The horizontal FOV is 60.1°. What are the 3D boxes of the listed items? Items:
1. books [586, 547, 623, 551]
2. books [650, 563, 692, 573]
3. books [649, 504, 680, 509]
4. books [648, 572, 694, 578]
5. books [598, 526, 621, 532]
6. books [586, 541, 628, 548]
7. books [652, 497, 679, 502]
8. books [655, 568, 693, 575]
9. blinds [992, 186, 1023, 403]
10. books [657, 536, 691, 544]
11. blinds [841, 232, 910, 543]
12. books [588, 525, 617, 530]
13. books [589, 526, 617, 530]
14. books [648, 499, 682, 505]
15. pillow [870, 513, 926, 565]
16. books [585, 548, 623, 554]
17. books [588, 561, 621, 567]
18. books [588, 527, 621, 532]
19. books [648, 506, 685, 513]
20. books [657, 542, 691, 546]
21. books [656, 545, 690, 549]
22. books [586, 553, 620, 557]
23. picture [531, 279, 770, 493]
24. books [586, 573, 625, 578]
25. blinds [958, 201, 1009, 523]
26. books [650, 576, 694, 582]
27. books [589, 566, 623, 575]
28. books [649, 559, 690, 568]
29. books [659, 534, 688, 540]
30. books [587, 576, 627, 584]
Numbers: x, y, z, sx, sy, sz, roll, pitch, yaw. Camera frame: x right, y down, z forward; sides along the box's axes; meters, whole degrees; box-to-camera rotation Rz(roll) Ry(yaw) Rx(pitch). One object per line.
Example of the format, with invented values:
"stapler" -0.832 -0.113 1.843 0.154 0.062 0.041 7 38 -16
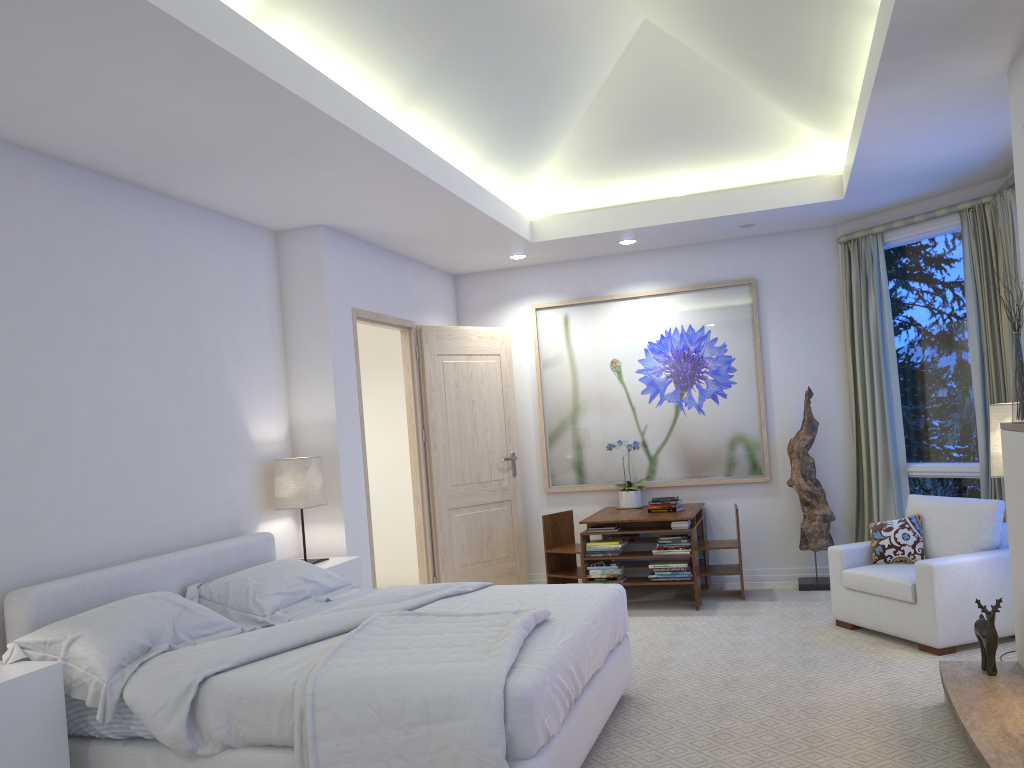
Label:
"books" 0.623 1.097 5.938 0.222 0.020 0.154 -5 -3 17
"books" 1.049 1.206 5.818 0.257 0.033 0.155 -5 -3 17
"books" 1.059 0.841 6.128 0.190 0.031 0.132 -5 -3 22
"books" 1.049 1.245 5.813 0.285 0.018 0.181 -5 -3 17
"books" 0.620 0.974 5.932 0.201 0.015 0.140 -5 -3 17
"books" 0.639 1.078 5.942 0.240 0.019 0.172 -5 -3 22
"books" 1.061 0.797 6.124 0.180 0.018 0.125 -5 -3 12
"books" 1.071 1.227 5.803 0.235 0.018 0.169 -5 -3 22
"blinds" 2.783 0.113 5.000 0.267 2.368 0.524 -4 0 10
"books" 1.068 1.023 5.805 0.205 0.026 0.124 -5 -3 22
"blinds" 2.348 0.188 5.961 0.294 2.374 0.643 -4 0 -31
"books" 0.610 0.963 5.941 0.177 0.009 0.113 -5 -3 17
"books" 0.610 0.963 5.941 0.174 0.008 0.111 -5 -3 17
"books" 1.062 0.817 6.126 0.206 0.020 0.124 -6 -3 27
"pillow" 2.139 0.862 4.927 0.285 0.272 0.187 -5 -1 27
"books" 0.619 1.117 5.933 0.235 0.019 0.143 -5 -3 17
"books" 0.620 1.203 5.920 0.198 0.017 0.114 -5 -3 17
"books" 0.621 0.974 5.932 0.201 0.014 0.136 -5 -3 17
"books" 1.069 0.868 6.134 0.213 0.027 0.154 -6 -3 32
"books" 1.069 1.044 5.805 0.218 0.017 0.137 -5 -3 17
"books" 1.060 1.060 5.804 0.209 0.015 0.145 -5 -3 17
"books" 0.617 1.136 5.936 0.217 0.020 0.157 -5 -3 17
"picture" 1.006 0.044 6.624 1.682 1.460 0.030 -5 0 18
"books" 0.625 1.272 5.920 0.233 0.023 0.141 -5 -3 17
"blinds" 2.794 0.120 5.193 0.269 2.371 0.525 -4 0 -29
"books" 1.059 1.267 5.824 0.277 0.032 0.192 -5 -3 17
"books" 0.634 1.244 5.915 0.208 0.036 0.144 -5 -3 17
"books" 1.037 1.182 5.820 0.249 0.022 0.179 -5 -3 17
"books" 1.060 1.003 5.805 0.177 0.017 0.113 -5 -3 17
"books" 0.638 1.310 5.928 0.243 0.019 0.168 -5 -3 17
